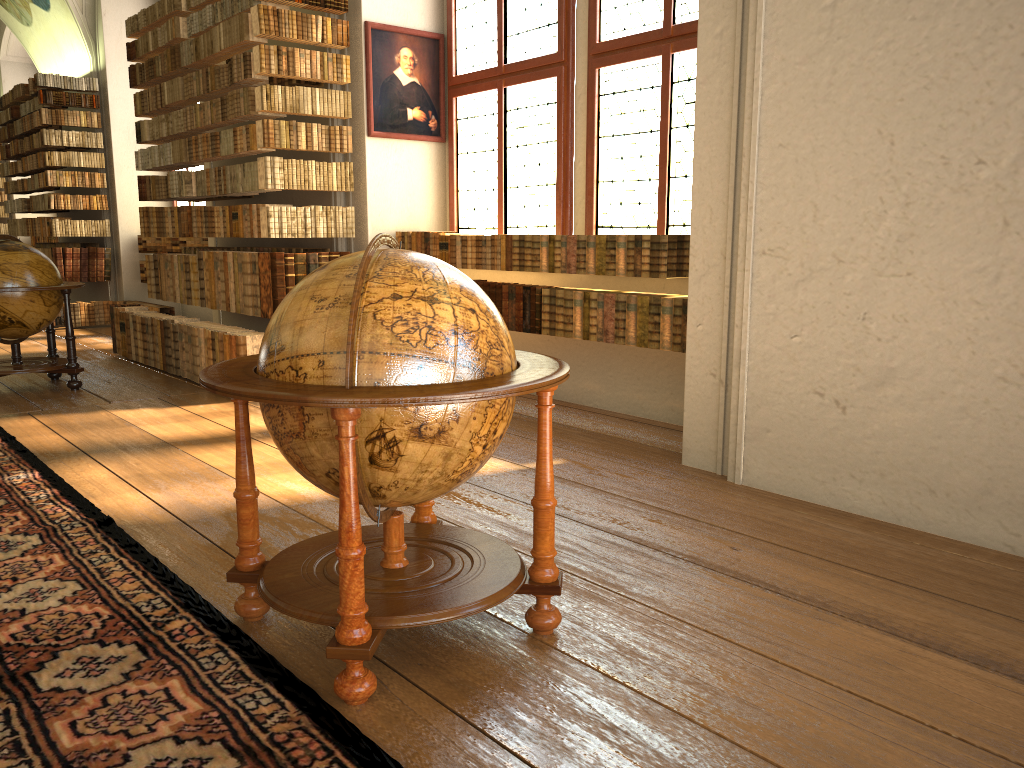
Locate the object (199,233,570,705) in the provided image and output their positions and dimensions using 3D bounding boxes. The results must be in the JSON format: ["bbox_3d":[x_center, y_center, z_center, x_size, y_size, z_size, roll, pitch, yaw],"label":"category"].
[{"bbox_3d":[-0.435,0.192,3.196,1.279,1.454,1.274,0,10,-2],"label":"object"}]

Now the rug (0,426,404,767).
[{"bbox_3d":[-9.025,-0.147,9.301,4.697,0.064,36.827,-8,12,-39],"label":"rug"}]

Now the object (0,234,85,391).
[{"bbox_3d":[-4.678,-0.664,8.297,1.278,1.454,1.275,2,10,13],"label":"object"}]
